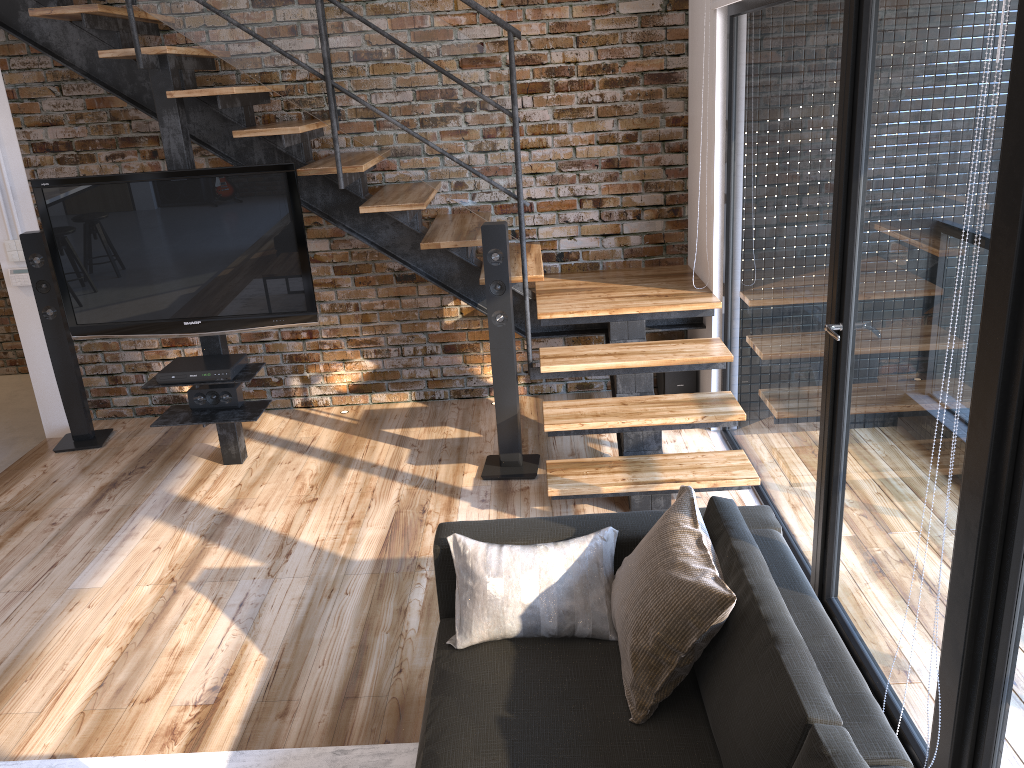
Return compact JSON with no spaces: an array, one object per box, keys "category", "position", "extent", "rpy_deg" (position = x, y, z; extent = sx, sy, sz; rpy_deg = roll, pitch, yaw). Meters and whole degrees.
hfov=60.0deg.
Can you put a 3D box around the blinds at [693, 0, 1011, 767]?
[{"category":"blinds","position":[0.905,0.038,1.815],"extent":[0.095,2.054,5.343],"rpy_deg":[-3,19,2]}]

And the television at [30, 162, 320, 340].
[{"category":"television","position":[-1.546,-0.607,4.169],"extent":[1.207,0.787,0.135],"rpy_deg":[-3,20,2]}]

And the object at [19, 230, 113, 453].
[{"category":"object","position":[-2.494,-0.234,4.889],"extent":[0.271,1.212,0.269],"rpy_deg":[-7,20,-8]}]

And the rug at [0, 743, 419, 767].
[{"category":"rug","position":[-1.331,1.376,1.852],"extent":[2.113,0.003,1.629],"rpy_deg":[-3,19,2]}]

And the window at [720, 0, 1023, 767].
[{"category":"window","position":[-0.836,-1.311,1.576],"extent":[5.663,5.594,13.332],"rpy_deg":[-3,19,2]}]

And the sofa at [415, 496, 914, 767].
[{"category":"sofa","position":[-0.724,1.146,1.327],"extent":[2.999,0.704,3.029],"rpy_deg":[-3,19,2]}]

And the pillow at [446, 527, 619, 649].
[{"category":"pillow","position":[0.061,0.566,2.442],"extent":[0.498,0.267,0.211],"rpy_deg":[-3,20,2]}]

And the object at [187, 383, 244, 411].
[{"category":"object","position":[-1.483,0.064,4.438],"extent":[0.247,0.112,0.088],"rpy_deg":[-3,20,2]}]

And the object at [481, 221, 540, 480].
[{"category":"object","position":[-0.041,-0.149,4.164],"extent":[0.271,1.212,0.269],"rpy_deg":[-2,20,6]}]

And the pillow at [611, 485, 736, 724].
[{"category":"pillow","position":[0.392,0.534,2.268],"extent":[0.265,0.384,0.606],"rpy_deg":[-3,19,2]}]

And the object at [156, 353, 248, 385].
[{"category":"object","position":[-1.500,-0.072,4.305],"extent":[0.360,0.058,0.273],"rpy_deg":[-3,19,2]}]
